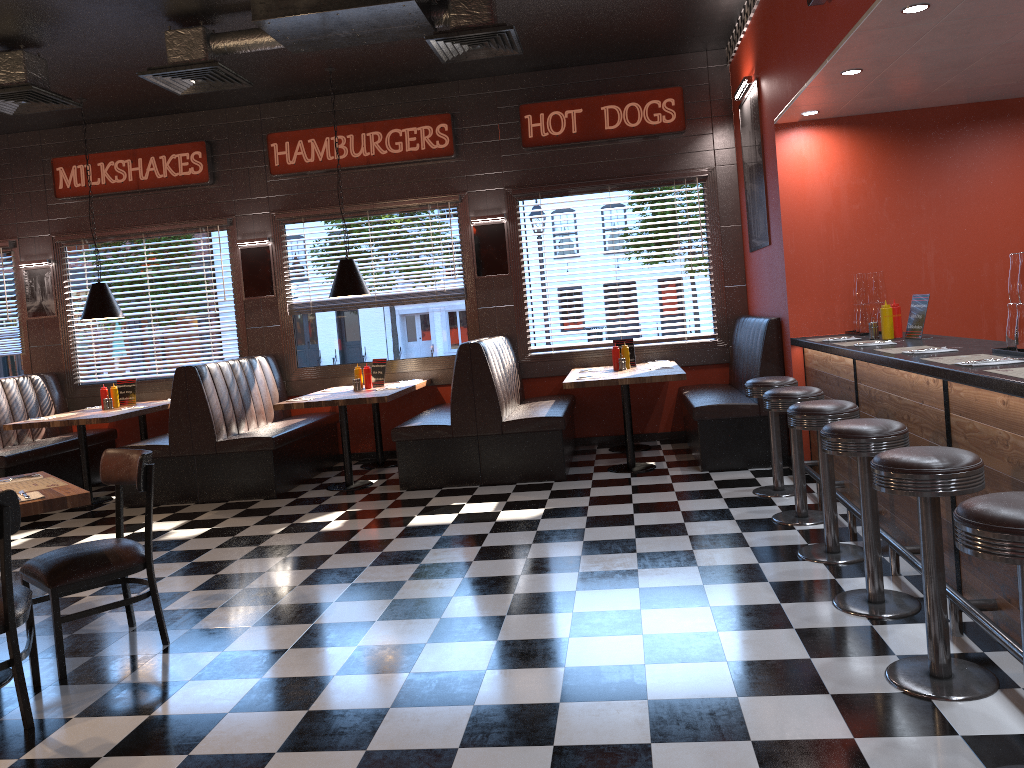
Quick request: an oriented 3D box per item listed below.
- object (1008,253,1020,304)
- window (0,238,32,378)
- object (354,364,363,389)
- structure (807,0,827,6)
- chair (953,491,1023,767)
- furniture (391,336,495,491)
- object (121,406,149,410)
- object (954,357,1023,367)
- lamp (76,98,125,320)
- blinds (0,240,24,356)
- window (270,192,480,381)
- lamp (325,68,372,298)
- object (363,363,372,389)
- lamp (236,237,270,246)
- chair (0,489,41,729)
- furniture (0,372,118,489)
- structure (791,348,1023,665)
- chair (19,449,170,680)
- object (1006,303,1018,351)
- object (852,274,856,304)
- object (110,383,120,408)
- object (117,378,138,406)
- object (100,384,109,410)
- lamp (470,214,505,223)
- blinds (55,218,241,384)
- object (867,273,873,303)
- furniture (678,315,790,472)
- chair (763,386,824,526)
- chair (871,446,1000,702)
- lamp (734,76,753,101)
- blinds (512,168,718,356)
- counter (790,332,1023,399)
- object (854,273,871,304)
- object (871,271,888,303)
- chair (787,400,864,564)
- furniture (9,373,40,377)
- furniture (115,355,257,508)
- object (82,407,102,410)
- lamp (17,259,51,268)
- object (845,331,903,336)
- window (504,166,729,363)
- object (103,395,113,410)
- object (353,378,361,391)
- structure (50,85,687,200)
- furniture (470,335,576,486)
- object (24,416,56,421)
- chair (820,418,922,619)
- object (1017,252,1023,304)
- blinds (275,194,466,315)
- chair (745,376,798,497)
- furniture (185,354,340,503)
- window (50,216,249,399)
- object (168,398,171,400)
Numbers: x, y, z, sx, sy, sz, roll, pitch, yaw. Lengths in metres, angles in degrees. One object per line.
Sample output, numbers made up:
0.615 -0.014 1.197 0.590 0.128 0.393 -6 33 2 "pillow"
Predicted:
2.130 -0.444 3.705 0.105 0.208 0.105 -7 3 -38 "object"
-6.086 -0.602 9.471 2.026 1.711 0.128 -4 2 7 "window"
-1.409 -0.069 8.128 0.068 0.237 0.068 -5 2 -6 "object"
1.414 -2.066 3.217 0.122 0.437 2.883 -5 4 7 "structure"
1.321 0.673 2.222 0.349 0.773 0.348 -7 3 -38 "chair"
-0.537 0.190 7.929 0.705 1.152 1.714 -5 4 7 "furniture"
-3.478 0.219 8.126 0.255 0.019 0.158 -4 4 6 "object"
1.853 -0.089 3.400 0.255 0.019 0.158 -5 4 3 "object"
-3.914 -1.627 8.250 0.382 2.041 0.382 -5 2 -12 "lamp"
-6.100 -0.830 9.386 1.868 1.204 0.100 -4 2 7 "blinds"
-1.359 -0.959 8.890 2.026 1.711 0.128 -4 2 7 "window"
-1.547 -1.806 7.959 0.383 2.041 0.382 -6 2 -34 "lamp"
-1.320 -0.074 8.099 0.068 0.237 0.068 -5 2 -6 "object"
-2.604 -1.431 8.918 0.334 0.056 0.081 -4 4 7 "lamp"
-2.051 0.831 3.278 0.487 0.866 0.544 -6 3 -26 "chair"
-4.565 0.494 8.424 0.705 1.152 1.714 -5 4 7 "furniture"
1.682 0.542 2.963 0.215 1.037 7.060 -5 4 7 "structure"
-1.865 0.760 3.980 0.546 0.866 0.486 -7 4 -43 "chair"
2.154 -0.241 3.763 0.105 0.208 0.105 -7 3 -38 "object"
2.427 -0.666 6.191 0.105 0.208 0.105 -5 2 -8 "object"
-3.778 0.110 8.422 0.068 0.237 0.068 -4 2 31 "object"
-3.765 0.081 8.650 0.188 0.256 0.072 -5 2 -3 "object"
-3.841 0.121 8.354 0.068 0.237 0.068 -4 2 31 "object"
-0.234 -1.610 8.627 0.334 0.056 0.081 -4 4 7 "lamp"
-3.723 -0.836 9.102 1.868 1.550 0.101 -4 2 7 "blinds"
2.517 -0.673 6.184 0.105 0.208 0.105 -5 2 -8 "object"
1.836 0.010 7.637 0.705 1.152 1.714 -5 4 7 "furniture"
1.677 0.407 5.206 0.349 0.773 0.348 -6 3 -33 "chair"
1.410 0.607 2.968 0.349 0.773 0.348 -7 3 -38 "chair"
1.929 -2.455 7.366 0.081 0.056 0.612 -4 5 7 "lamp"
0.996 -1.152 8.523 1.868 1.632 0.099 -4 2 7 "blinds"
1.942 -0.023 2.907 0.675 0.050 7.060 -4 5 7 "counter"
2.401 -0.655 6.076 0.105 0.208 0.105 -5 2 -8 "object"
2.513 -0.664 6.068 0.105 0.208 0.105 -5 2 -8 "object"
1.588 0.473 4.460 0.349 0.773 0.348 -6 3 -33 "chair"
-5.263 0.547 8.510 0.705 1.152 1.714 -5 4 7 "furniture"
-2.900 0.368 8.219 0.705 1.152 1.714 -5 4 7 "furniture"
-4.015 0.228 8.583 0.255 0.019 0.158 -5 4 3 "object"
-4.961 -1.253 9.208 0.334 0.056 0.081 -4 4 7 "lamp"
2.494 -0.359 6.122 0.272 0.018 0.438 -4 5 7 "object"
1.004 -1.138 8.600 2.026 1.711 0.128 -4 2 7 "window"
-3.779 0.173 8.285 0.046 0.136 0.094 -3 3 32 "object"
-1.399 -0.007 7.993 0.046 0.136 0.094 -3 3 32 "object"
-3.938 -2.167 9.025 11.255 0.438 0.120 -4 2 7 "structure"
0.162 0.137 7.843 0.705 1.152 1.714 -5 4 7 "furniture"
-4.122 0.302 7.773 0.255 0.019 0.158 -4 5 8 "object"
1.499 0.540 3.714 0.349 0.773 0.348 -7 3 -43 "chair"
2.105 -0.432 3.589 0.105 0.208 0.105 -7 3 -38 "object"
-1.395 -1.269 8.804 1.868 1.038 0.099 -4 2 7 "blinds"
1.766 0.340 5.951 0.349 0.773 0.348 -7 3 -38 "chair"
-2.202 0.315 8.133 0.705 1.152 1.714 -5 4 7 "furniture"
-3.722 -0.780 9.181 2.026 1.711 0.128 -4 2 7 "window"
-3.373 0.144 8.958 0.255 0.019 0.158 -4 5 12 "object"
